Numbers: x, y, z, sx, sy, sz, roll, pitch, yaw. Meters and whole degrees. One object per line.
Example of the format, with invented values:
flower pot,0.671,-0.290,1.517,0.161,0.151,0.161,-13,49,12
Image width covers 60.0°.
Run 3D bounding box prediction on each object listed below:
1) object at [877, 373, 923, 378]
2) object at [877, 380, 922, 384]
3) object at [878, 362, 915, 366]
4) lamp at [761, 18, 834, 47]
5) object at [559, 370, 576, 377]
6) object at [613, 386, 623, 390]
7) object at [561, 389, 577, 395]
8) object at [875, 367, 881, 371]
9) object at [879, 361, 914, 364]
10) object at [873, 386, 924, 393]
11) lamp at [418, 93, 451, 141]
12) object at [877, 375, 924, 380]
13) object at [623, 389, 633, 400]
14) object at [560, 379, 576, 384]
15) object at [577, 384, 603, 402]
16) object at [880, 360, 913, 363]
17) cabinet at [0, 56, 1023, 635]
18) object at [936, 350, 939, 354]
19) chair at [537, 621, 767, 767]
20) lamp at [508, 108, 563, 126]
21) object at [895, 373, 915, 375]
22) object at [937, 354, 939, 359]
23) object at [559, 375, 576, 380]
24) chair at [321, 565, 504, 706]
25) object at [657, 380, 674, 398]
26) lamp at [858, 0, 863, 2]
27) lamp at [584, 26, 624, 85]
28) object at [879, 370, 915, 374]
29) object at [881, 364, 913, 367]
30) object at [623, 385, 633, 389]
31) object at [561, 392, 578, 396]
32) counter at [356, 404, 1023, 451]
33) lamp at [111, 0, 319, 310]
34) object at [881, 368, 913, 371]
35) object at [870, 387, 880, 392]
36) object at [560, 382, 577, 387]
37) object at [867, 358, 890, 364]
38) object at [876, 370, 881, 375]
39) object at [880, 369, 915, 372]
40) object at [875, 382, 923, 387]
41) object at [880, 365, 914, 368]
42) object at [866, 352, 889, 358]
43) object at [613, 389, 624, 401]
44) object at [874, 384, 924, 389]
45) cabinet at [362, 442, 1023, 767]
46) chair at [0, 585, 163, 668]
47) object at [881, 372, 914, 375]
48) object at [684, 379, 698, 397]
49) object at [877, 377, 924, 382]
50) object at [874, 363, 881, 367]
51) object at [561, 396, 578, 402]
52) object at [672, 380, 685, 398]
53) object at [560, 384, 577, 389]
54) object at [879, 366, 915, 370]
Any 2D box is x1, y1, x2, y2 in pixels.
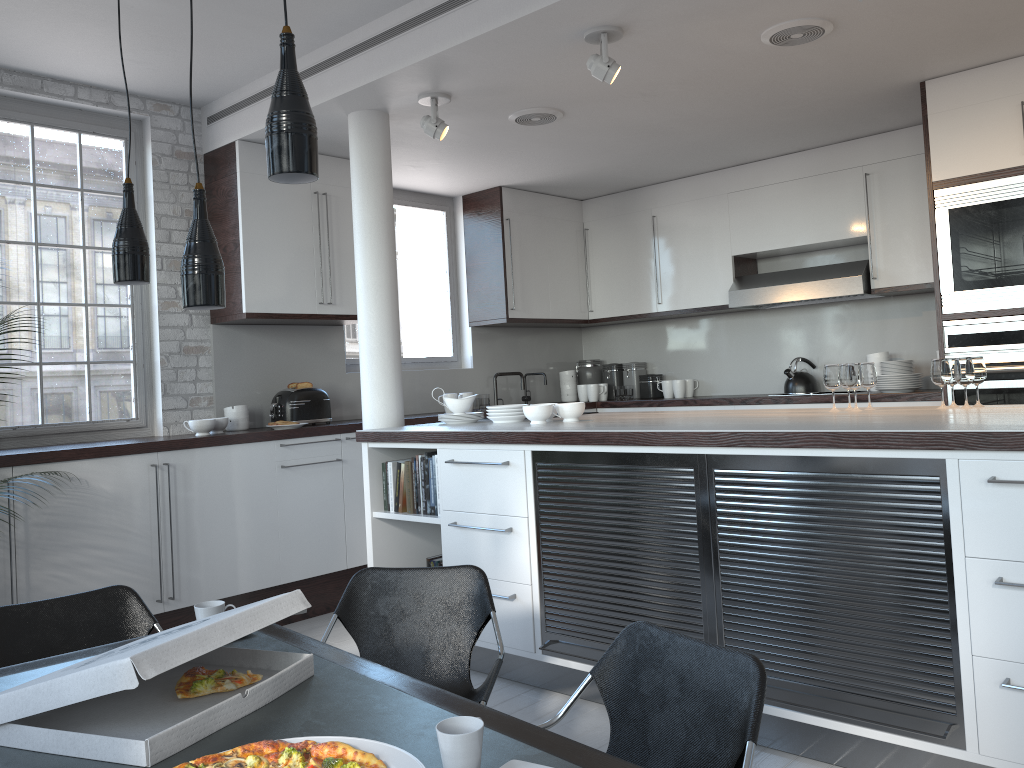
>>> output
object,2.669,-0.050,6.137,0.329,0.035,0.330,-3,0,31
object,2.672,-0.005,6.135,0.329,0.035,0.330,-3,0,31
object,2.665,-0.131,6.140,0.231,0.025,0.231,-3,0,31
lamp,1.350,-1.661,4.199,0.329,0.025,0.328,-3,0,-42
object,0.505,-0.088,8.078,0.153,0.070,0.152,-3,0,-1
object,0.931,0.066,7.750,0.094,0.098,0.094,-3,-1,-30
object,0.521,0.071,8.075,0.153,0.062,0.153,-3,0,-18
object,2.662,-0.099,6.427,0.153,0.060,0.153,-3,0,36
object,2.664,-0.140,6.140,0.231,0.025,0.231,-3,0,31
object,2.674,0.040,6.134,0.329,0.035,0.330,-3,0,31
lamp,-0.421,-1.457,4.878,0.183,0.239,0.183,-2,-2,-44
object,2.670,-0.035,6.137,0.329,0.035,0.330,-3,0,31
object,1.008,0.092,7.675,0.094,0.098,0.094,-3,-1,-30
object,0.511,-0.026,8.077,0.153,0.076,0.154,-3,0,-26
object,0.678,0.080,7.869,0.249,0.152,0.135,-3,-1,45
object,2.664,-0.149,6.141,0.231,0.025,0.231,-3,0,31
cabinet,0.710,-0.124,3.572,7.289,3.004,7.234,-3,0,43
object,2.994,-0.213,6.076,0.153,0.070,0.153,-3,0,-7
chair,0.205,1.024,2.003,0.665,0.779,0.670,-2,-1,-32
lamp,0.143,-1.601,5.323,0.328,0.025,0.328,-3,0,18
object,2.669,-0.057,6.137,0.231,0.025,0.231,-3,0,31
object,2.999,-0.181,6.074,0.153,0.067,0.152,-3,0,1
object,0.509,-0.056,8.076,0.153,0.067,0.152,-3,0,-1
chair,-0.359,1.050,2.882,0.670,0.779,0.664,-3,-1,8
object,1.332,0.046,7.610,0.138,0.152,0.108,-3,-1,-25
lamp,1.278,-1.541,3.295,0.183,0.239,0.183,-2,-2,-44
lamp,0.429,-1.499,4.086,0.183,0.239,0.183,-2,-2,-44
object,2.668,-0.075,6.138,0.231,0.025,0.231,-3,0,31
object,2.665,-0.122,6.140,0.231,0.025,0.231,-3,0,31
object,1.007,0.062,7.676,0.094,0.098,0.094,-3,-1,-30
object,0.523,0.101,8.075,0.154,0.074,0.152,-3,0,-44
counter,1.183,0.177,3.856,4.195,0.061,1.447,-3,0,43
lamp,-0.734,-1.092,1.987,0.114,1.855,1.053,-1,-2,-40
object,2.667,-0.094,6.139,0.231,0.025,0.231,-3,0,31
object,2.673,0.028,6.425,0.153,0.055,0.153,-3,0,33
object,0.514,0.009,8.079,0.153,0.060,0.153,-3,0,43
object,2.657,-0.164,6.424,0.153,0.067,0.152,-3,0,1
object,2.665,-0.070,6.425,0.154,0.075,0.153,-3,0,11
object,2.667,-0.085,6.138,0.231,0.025,0.231,-3,0,31
object,2.672,0.010,6.135,0.329,0.035,0.330,-3,0,31
object,2.666,-0.113,6.139,0.231,0.025,0.231,-3,0,31
object,2.653,-0.196,6.426,0.153,0.070,0.153,-3,0,-8
object,0.932,0.096,7.746,0.094,0.098,0.094,-3,-1,-30
object,2.673,0.025,6.134,0.329,0.035,0.330,-3,0,31
cabinet,1.222,0.764,3.828,4.164,1.172,1.501,-3,0,43
chair,-1.324,1.103,2.791,0.671,0.779,0.663,-2,-1,-42
object,2.668,-0.066,6.138,0.231,0.025,0.231,-3,0,31
object,1.522,0.036,7.624,0.138,0.152,0.108,-2,-1,-40
object,2.671,-0.020,6.136,0.329,0.035,0.330,-3,0,31
object,2.659,-0.134,6.425,0.153,0.076,0.154,-3,0,-25
object,0.525,0.136,8.077,0.153,0.055,0.153,-3,0,-4
object,1.412,0.042,7.538,0.109,0.152,0.138,-2,-1,-32
object,0.517,0.039,8.077,0.154,0.075,0.153,-3,0,10
object,2.666,-0.104,6.139,0.231,0.025,0.231,-3,0,31
